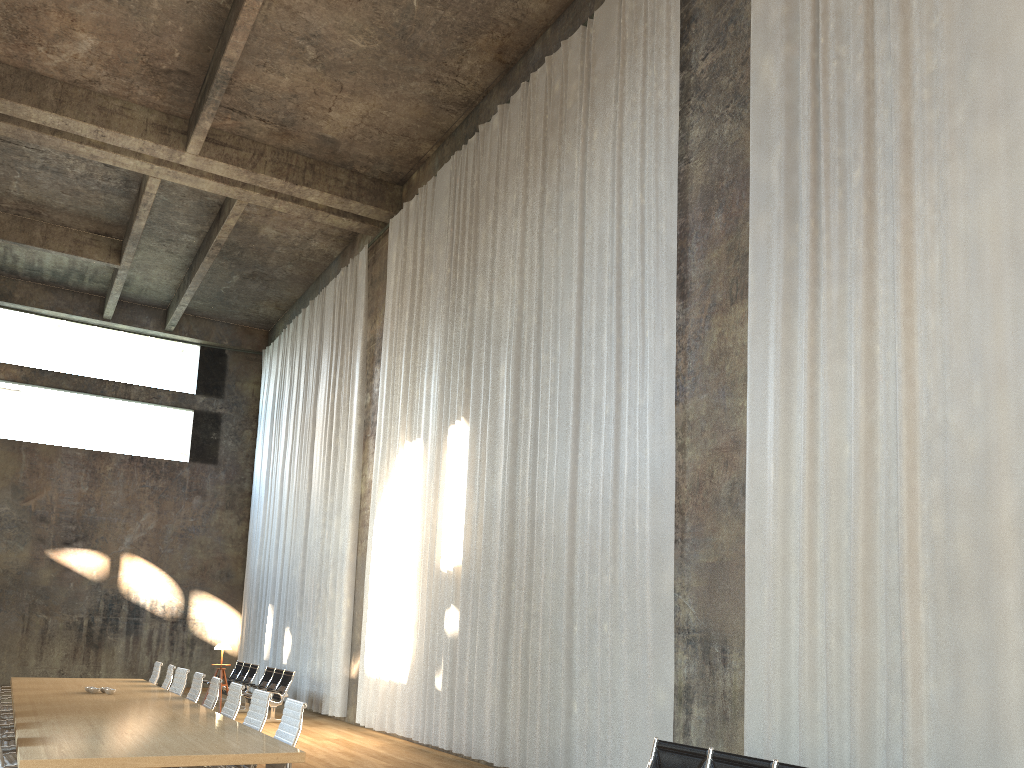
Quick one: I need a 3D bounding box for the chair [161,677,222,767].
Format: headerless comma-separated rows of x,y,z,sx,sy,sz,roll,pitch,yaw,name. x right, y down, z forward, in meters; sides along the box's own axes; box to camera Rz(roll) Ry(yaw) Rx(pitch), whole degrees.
-3.195,3.366,8.524,0.702,1.001,0.678,7,-12,-20,chair

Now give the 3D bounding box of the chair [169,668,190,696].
-4.104,3.779,10.081,0.705,1.001,0.676,9,-13,-29,chair

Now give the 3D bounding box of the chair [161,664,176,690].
-4.529,3.975,10.818,0.702,1.001,0.678,7,-12,-20,chair

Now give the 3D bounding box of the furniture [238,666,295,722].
-4.401,5.363,15.277,0.714,0.821,1.904,9,-16,-28,furniture

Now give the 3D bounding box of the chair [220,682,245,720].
-2.745,3.161,7.751,0.703,1.001,0.678,7,-12,-23,chair

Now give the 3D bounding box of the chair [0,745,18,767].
-3.006,2.497,5.494,0.703,1.001,0.678,7,-12,-23,chair

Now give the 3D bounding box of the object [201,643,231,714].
-4.500,4.548,13.238,0.570,1.267,0.674,2,-11,4,object

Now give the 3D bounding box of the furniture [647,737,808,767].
1.227,2.808,5.639,0.714,0.821,1.904,9,-16,-28,furniture

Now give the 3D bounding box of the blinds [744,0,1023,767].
3.876,-1.555,4.055,0.277,8.441,7.965,7,-13,-27,blinds

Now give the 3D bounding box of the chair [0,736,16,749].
-3.467,2.688,6.220,0.702,1.001,0.678,7,-12,-20,chair

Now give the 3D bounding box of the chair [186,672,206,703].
-3.630,3.568,9.283,0.703,1.001,0.678,7,-12,-23,chair

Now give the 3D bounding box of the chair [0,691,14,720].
-5.701,3.712,10.081,0.704,1.001,0.677,8,-12,-25,chair

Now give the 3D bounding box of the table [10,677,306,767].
-3.933,3.449,8.460,1.615,0.740,7.849,10,-18,-28,table

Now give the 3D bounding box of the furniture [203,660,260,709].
-5.588,5.908,17.333,0.714,0.821,1.904,9,-16,-28,furniture

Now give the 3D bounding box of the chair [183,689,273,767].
-2.287,2.952,6.962,0.704,1.001,0.677,8,-12,-25,chair

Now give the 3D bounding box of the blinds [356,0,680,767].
-0.421,0.420,11.498,0.277,8.441,7.965,7,-13,-27,blinds

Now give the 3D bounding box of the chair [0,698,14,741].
-5.243,3.502,9.292,0.703,1.001,0.678,7,-12,-23,chair

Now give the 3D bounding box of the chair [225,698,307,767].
-4.309,2.252,4.816,13.068,1.007,32.053,11,-18,-28,chair

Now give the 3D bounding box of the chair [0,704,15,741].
-4.794,3.298,8.519,0.702,1.001,0.678,7,-12,-20,chair

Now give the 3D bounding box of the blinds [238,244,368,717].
-4.731,2.401,18.963,0.277,8.441,7.958,8,-13,-29,blinds

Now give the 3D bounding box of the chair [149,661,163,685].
-4.984,4.167,11.548,0.703,1.001,0.678,7,-12,-23,chair

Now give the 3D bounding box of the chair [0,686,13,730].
-6.170,3.929,10.899,0.703,1.001,0.678,7,-12,-23,chair

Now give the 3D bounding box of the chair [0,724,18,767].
-3.900,2.882,6.954,0.705,1.001,0.676,9,-13,-29,chair

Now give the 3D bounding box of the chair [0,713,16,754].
-4.358,3.096,7.759,0.703,1.001,0.678,7,-12,-23,chair
